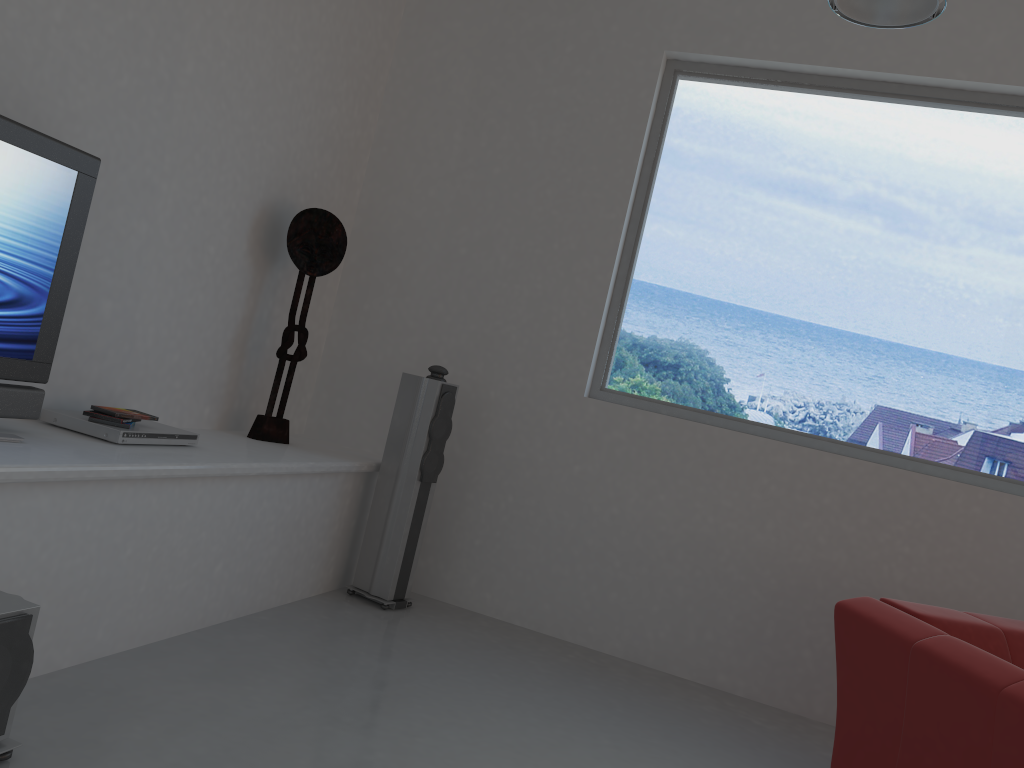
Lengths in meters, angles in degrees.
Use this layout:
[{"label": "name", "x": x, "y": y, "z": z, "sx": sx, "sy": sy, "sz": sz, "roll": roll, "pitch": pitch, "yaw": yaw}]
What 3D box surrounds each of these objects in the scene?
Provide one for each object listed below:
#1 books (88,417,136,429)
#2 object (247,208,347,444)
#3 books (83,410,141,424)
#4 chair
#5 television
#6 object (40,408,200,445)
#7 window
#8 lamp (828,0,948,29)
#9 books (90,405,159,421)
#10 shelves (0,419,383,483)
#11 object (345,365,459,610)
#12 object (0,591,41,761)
[{"label": "books", "x": -1.433, "y": 0.131, "z": 3.185, "sx": 0.135, "sy": 0.015, "sz": 0.190, "roll": 13, "pitch": -1, "yaw": -17}, {"label": "object", "x": -1.030, "y": -0.281, "z": 4.223, "sx": 0.108, "sy": 1.130, "sz": 0.331, "roll": 13, "pitch": -1, "yaw": 42}, {"label": "books", "x": -1.433, "y": 0.116, "z": 3.186, "sx": 0.135, "sy": 0.015, "sz": 0.190, "roll": 13, "pitch": -1, "yaw": -2}, {"label": "chair", "x": 1.712, "y": 1.212, "z": 2.783, "sx": 1.288, "sy": 0.738, "sz": 0.951, "roll": 13, "pitch": -1, "yaw": -22}, {"label": "television", "x": -1.665, "y": -0.346, "z": 2.233, "sx": 0.343, "sy": 0.919, "sz": 1.356, "roll": 13, "pitch": -1, "yaw": 18}, {"label": "object", "x": -1.438, "y": 0.162, "z": 3.283, "sx": 0.352, "sy": 0.045, "sz": 0.430, "roll": 13, "pitch": -1, "yaw": 18}, {"label": "window", "x": 1.725, "y": -0.545, "z": 4.257, "sx": 2.400, "sy": 1.800, "sz": 0.100, "roll": 13, "pitch": -1, "yaw": 18}, {"label": "lamp", "x": 1.355, "y": -1.679, "z": 3.005, "sx": 0.379, "sy": 0.800, "sz": 0.379, "roll": 14, "pitch": -1, "yaw": -33}, {"label": "books", "x": -1.410, "y": 0.107, "z": 3.233, "sx": 0.135, "sy": 0.015, "sz": 0.190, "roll": 13, "pitch": -1, "yaw": 28}, {"label": "shelves", "x": -1.666, "y": 0.151, "z": 2.197, "sx": 0.650, "sy": 0.050, "sz": 5.500, "roll": 13, "pitch": -1, "yaw": 18}, {"label": "object", "x": -0.514, "y": 0.481, "z": 4.328, "sx": 0.273, "sy": 1.184, "sz": 0.255, "roll": 13, "pitch": -1, "yaw": 33}, {"label": "object", "x": -1.339, "y": 0.675, "z": 2.047, "sx": 0.337, "sy": 0.374, "sz": 0.336, "roll": 13, "pitch": -1, "yaw": 18}]
